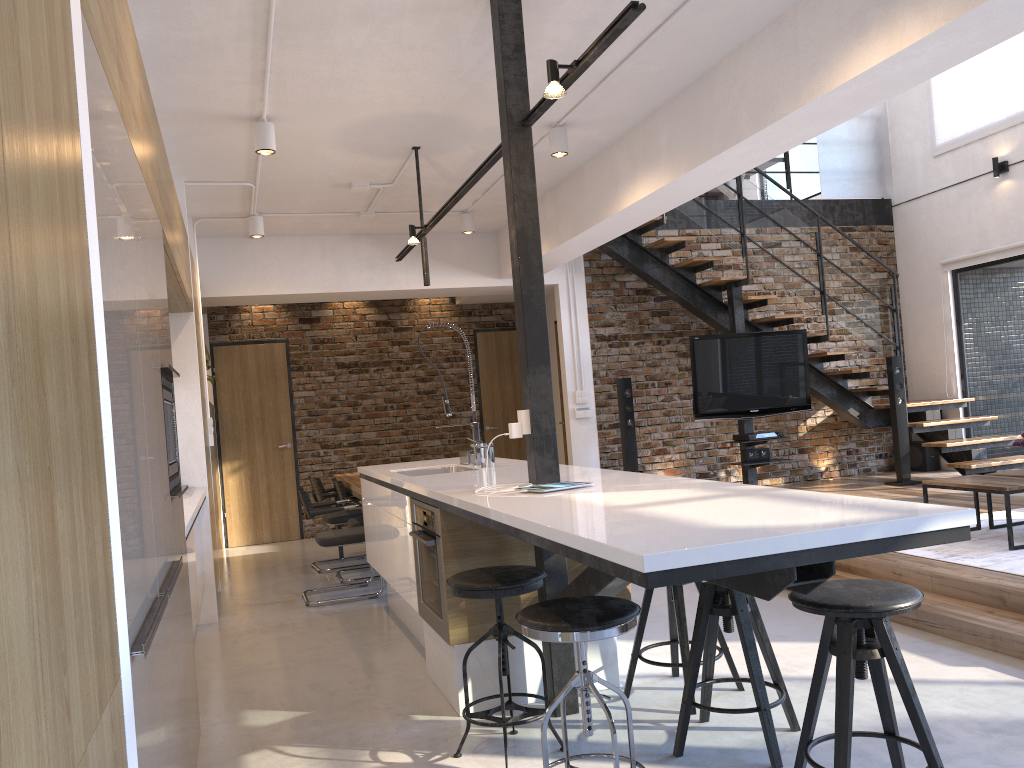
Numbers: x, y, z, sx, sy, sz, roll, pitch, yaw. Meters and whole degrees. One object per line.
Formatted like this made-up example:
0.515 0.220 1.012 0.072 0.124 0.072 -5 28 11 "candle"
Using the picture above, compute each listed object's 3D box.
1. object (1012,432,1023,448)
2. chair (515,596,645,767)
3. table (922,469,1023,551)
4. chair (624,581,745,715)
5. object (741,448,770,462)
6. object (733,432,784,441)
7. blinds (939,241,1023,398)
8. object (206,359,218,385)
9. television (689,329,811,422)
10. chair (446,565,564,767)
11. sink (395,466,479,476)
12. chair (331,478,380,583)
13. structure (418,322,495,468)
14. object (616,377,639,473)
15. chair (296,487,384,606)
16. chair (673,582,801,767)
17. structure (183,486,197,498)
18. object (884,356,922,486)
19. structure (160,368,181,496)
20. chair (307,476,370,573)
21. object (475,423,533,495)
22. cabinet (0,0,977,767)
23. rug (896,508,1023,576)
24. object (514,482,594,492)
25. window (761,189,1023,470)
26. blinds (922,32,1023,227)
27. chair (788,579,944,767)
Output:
3.265 0.368 5.355 0.375 0.343 0.342 -4 -1 -16 "object"
0.210 0.949 2.507 0.358 0.636 0.356 -5 -1 27 "chair"
3.268 0.715 5.362 1.298 0.350 0.697 -4 -1 -17 "table"
0.671 0.945 3.608 0.366 0.630 0.367 -4 -1 -42 "chair"
2.216 0.646 8.062 0.247 0.112 0.089 -4 -1 -17 "object"
2.220 0.472 7.986 0.360 0.058 0.275 -4 -2 -17 "object"
5.224 -0.367 6.464 0.095 2.043 5.372 -4 -1 -17 "blinds"
-3.046 0.007 8.600 0.344 0.475 0.390 -5 -1 17 "object"
2.149 -0.072 8.040 1.206 0.783 0.136 -4 -1 -17 "television"
-0.030 0.985 3.132 0.357 0.636 0.357 -4 -1 -39 "chair"
-0.414 0.584 4.883 0.406 0.203 0.706 -4 -1 -17 "sink"
-1.112 1.106 6.914 0.540 0.768 0.520 -4 -1 -17 "chair"
-0.225 0.053 5.014 0.392 0.812 0.507 -5 -1 22 "structure"
1.089 0.544 8.260 0.271 1.206 0.271 -4 -1 -27 "object"
-1.207 1.094 6.189 0.540 0.768 0.520 -4 -1 -17 "chair"
0.756 0.924 3.065 0.366 0.630 0.365 -5 -1 28 "chair"
-2.121 0.658 5.174 0.496 0.063 0.859 -4 -2 -17 "structure"
3.640 0.340 8.332 0.271 1.206 0.271 -4 -1 -12 "object"
-1.341 0.175 2.944 0.396 0.397 0.596 -4 -1 -17 "structure"
-1.422 1.145 7.475 0.540 0.768 0.520 -4 -1 -22 "chair"
-0.044 0.278 3.359 0.214 0.246 0.417 -5 -1 4 "object"
-1.106 0.002 4.918 2.472 2.871 9.121 -4 -1 -17 "cabinet"
3.248 0.892 5.344 2.112 0.003 1.638 -4 -2 -17 "rug"
0.154 0.377 3.226 0.240 0.013 0.188 -4 -2 -32 "object"
3.468 -1.691 6.196 5.661 5.566 13.405 -4 -1 -17 "window"
3.394 -2.999 8.546 1.994 2.975 10.211 -4 -2 -39 "blinds"
0.984 0.890 2.481 0.366 0.630 0.367 -5 -1 -2 "chair"
